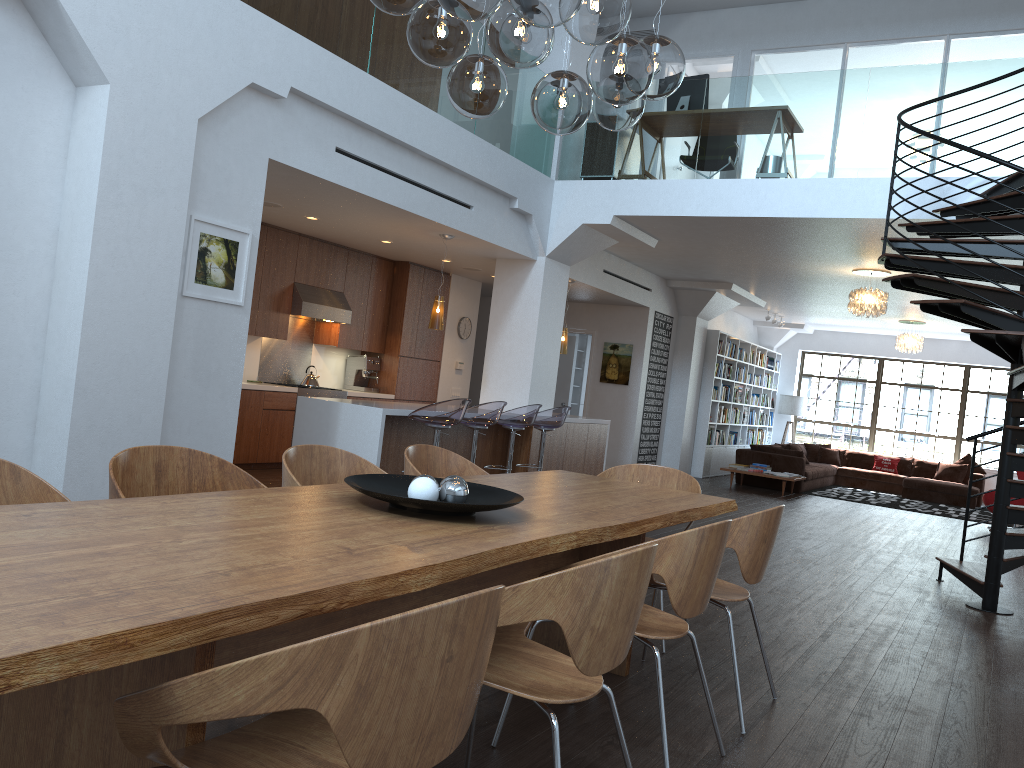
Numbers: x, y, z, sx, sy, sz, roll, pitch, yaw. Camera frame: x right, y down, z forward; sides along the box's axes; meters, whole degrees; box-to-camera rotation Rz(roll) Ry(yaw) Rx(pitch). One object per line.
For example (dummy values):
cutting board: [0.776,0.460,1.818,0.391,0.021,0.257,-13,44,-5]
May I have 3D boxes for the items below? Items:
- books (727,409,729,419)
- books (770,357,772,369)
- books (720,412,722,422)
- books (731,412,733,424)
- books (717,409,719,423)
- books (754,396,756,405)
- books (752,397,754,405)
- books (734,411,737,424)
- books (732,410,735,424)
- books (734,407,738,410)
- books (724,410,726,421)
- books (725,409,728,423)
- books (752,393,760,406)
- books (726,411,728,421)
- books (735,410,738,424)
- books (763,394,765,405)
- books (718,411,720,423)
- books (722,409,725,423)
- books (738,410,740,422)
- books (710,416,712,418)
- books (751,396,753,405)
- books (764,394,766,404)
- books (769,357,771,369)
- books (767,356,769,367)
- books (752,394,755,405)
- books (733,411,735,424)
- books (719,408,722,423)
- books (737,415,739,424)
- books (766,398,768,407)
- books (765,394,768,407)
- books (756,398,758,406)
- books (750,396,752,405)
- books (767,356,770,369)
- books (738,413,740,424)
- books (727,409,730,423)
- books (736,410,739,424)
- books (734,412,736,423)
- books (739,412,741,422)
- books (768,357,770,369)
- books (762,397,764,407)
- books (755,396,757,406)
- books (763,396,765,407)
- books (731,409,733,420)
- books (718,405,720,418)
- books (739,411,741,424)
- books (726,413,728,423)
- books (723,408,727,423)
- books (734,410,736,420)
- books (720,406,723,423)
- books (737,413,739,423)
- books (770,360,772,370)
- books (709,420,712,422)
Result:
books: [3.675,0.550,15.437,0.160,0.250,0.026,7,0,29]
books: [5.083,-0.421,17.716,0.183,0.253,0.042,7,0,29]
books: [3.481,0.542,15.099,0.161,0.223,0.027,7,0,29]
books: [3.808,0.579,15.653,0.161,0.223,0.026,7,0,29]
books: [3.371,0.517,14.899,0.189,0.247,0.057,7,0,30]
books: [4.568,0.307,16.924,0.139,0.191,0.036,7,0,29]
books: [4.512,0.314,16.813,0.120,0.167,0.019,7,0,29]
books: [3.914,0.583,15.867,0.174,0.240,0.045,7,0,29]
books: [3.843,0.568,15.729,0.183,0.253,0.034,7,0,29]
books: [3.954,0.562,15.930,0.176,0.290,0.036,7,0,29]
books: [3.584,0.549,15.287,0.168,0.231,0.037,7,0,29]
books: [3.625,0.543,15.343,0.183,0.253,0.034,7,0,29]
books: [4.728,0.305,17.212,0.140,0.231,0.042,7,0,29]
books: [3.638,0.544,15.374,0.183,0.253,0.034,7,0,29]
books: [3.943,0.579,15.896,0.183,0.253,0.034,7,0,29]
books: [4.888,0.312,17.529,0.183,0.253,0.042,7,0,29]
books: [3.426,0.543,14.978,0.144,0.207,0.048,7,0,29]
books: [3.567,0.540,15.243,0.171,0.246,0.057,7,0,29]
books: [4.020,0.588,16.060,0.183,0.253,0.034,7,0,29]
books: [3.182,0.535,14.626,0.174,0.032,0.254,7,0,24]
books: [4.484,0.307,16.768,0.109,0.171,0.017,7,0,29]
books: [4.943,0.320,17.627,0.160,0.251,0.039,7,0,29]
books: [5.057,-0.424,17.680,0.183,0.253,0.042,7,0,29]
books: [4.967,-0.434,17.531,0.183,0.253,0.042,7,0,29]
books: [4.545,0.297,16.891,0.140,0.206,0.042,7,0,29]
books: [3.862,0.570,15.756,0.183,0.253,0.034,7,0,29]
books: [3.462,0.528,15.062,0.171,0.246,0.057,7,0,29]
books: [4.010,0.602,16.030,0.161,0.223,0.027,7,0,29]
books: [5.050,0.340,17.814,0.174,0.236,0.142,7,0,29]
books: [5.008,0.326,17.735,0.183,0.253,0.042,7,0,29]
books: [4.675,0.339,17.099,0.110,0.153,0.019,7,0,29]
books: [4.440,0.299,16.692,0.128,0.178,0.021,7,0,29]
books: [4.993,-0.431,17.566,0.183,0.253,0.042,7,0,29]
books: [4.038,0.597,16.094,0.174,0.240,0.045,7,0,29]
books: [3.692,0.550,15.461,0.183,0.253,0.034,7,0,29]
books: [3.977,0.580,15.972,0.180,0.259,0.060,7,0,29]
books: [3.902,0.590,15.833,0.161,0.223,0.027,7,0,29]
books: [4.064,0.608,16.119,0.161,0.223,0.026,7,0,29]
books: [5.015,-0.429,17.604,0.183,0.253,0.042,7,0,29]
books: [4.881,0.327,17.490,0.161,0.223,0.032,7,0,29]
books: [4.616,0.319,17.006,0.128,0.178,0.022,7,0,29]
books: [4.926,0.320,17.591,0.171,0.246,0.039,7,0,29]
books: [3.795,0.564,15.632,0.160,0.250,0.026,7,0,29]
books: [3.414,0.497,14.935,0.140,0.298,0.044,7,0,29]
books: [4.070,0.605,16.152,0.168,0.231,0.037,7,0,29]
books: [3.650,0.552,15.411,0.174,0.240,0.045,7,0,29]
books: [3.605,0.541,15.316,0.183,0.253,0.034,7,0,29]
books: [3.882,0.576,15.797,0.171,0.246,0.057,7,0,29]
books: [3.503,0.510,15.136,0.176,0.290,0.053,7,0,29]
books: [4.000,0.587,16.007,0.160,0.250,0.026,7,0,29]
books: [5.099,-0.419,17.757,0.183,0.253,0.042,7,0,29]
books: [3.179,0.602,14.630,0.197,0.035,0.284,7,0,19]
